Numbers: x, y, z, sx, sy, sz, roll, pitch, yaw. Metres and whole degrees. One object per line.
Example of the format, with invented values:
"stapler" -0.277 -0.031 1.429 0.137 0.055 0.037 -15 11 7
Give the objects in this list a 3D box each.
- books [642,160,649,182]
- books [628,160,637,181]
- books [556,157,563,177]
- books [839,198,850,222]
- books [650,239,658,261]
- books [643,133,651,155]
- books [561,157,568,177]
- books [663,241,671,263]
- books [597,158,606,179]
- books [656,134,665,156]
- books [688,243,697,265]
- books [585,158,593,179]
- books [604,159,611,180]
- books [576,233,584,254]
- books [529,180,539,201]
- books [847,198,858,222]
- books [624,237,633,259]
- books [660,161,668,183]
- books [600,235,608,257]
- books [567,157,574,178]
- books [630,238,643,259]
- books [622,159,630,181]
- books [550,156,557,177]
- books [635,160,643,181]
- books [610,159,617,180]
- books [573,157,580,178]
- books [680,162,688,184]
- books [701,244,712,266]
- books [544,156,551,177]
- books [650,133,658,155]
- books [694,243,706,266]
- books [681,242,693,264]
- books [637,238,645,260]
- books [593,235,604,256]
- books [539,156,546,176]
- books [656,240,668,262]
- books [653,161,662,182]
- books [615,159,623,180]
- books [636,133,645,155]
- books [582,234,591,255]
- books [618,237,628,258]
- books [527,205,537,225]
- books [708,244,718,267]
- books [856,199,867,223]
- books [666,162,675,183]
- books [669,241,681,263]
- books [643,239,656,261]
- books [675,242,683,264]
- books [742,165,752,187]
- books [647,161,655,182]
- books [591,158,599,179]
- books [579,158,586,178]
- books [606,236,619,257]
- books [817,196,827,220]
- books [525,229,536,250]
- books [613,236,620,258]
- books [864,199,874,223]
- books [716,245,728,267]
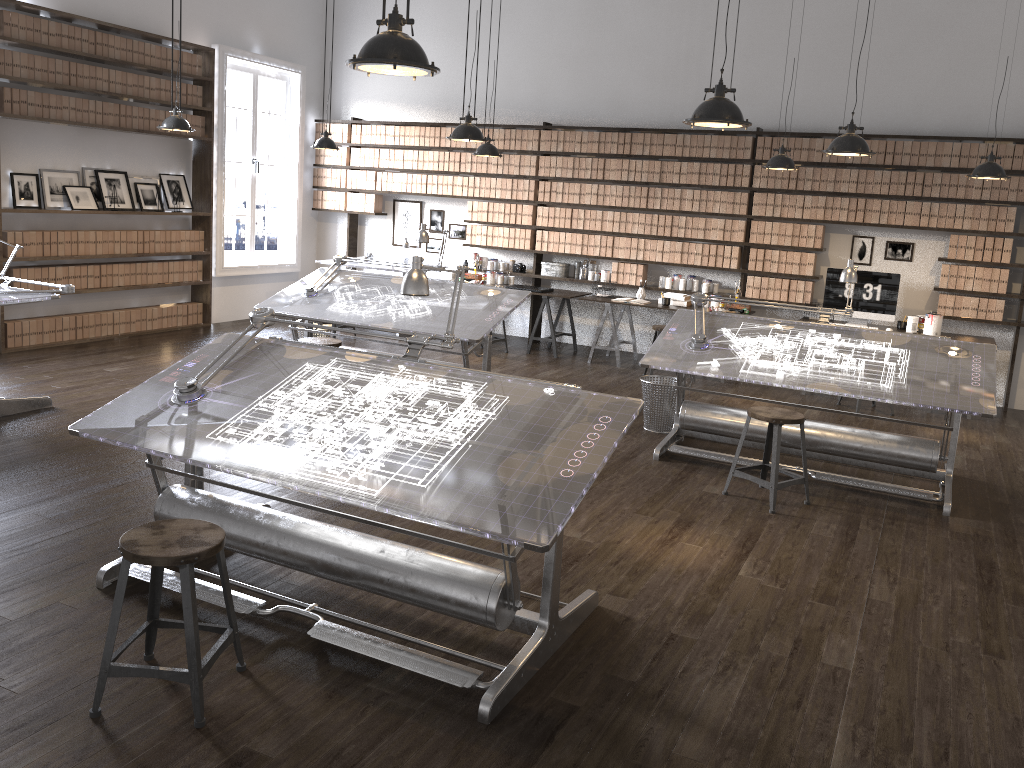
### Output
"books" 1.435 -2.242 9.356 0.067 0.224 0.175 8 11 25
"books" 1.303 -2.264 9.419 0.067 0.224 0.175 8 11 25
"books" 0.556 -2.387 9.772 0.067 0.224 0.175 8 11 25
"books" 3.216 -1.681 8.546 0.067 0.224 0.175 8 11 25
"books" 1.530 -1.420 9.415 0.067 0.224 0.175 8 11 25
"books" 1.446 -2.514 9.317 0.067 0.224 0.175 8 11 25
"books" 0.614 -2.378 9.747 0.067 0.224 0.175 8 11 25
"books" 1.657 -1.399 9.353 0.067 0.224 0.175 8 11 25
"books" 0.990 -2.315 9.564 0.067 0.224 0.175 8 11 25
"books" 1.572 -2.494 9.259 0.067 0.224 0.175 8 11 25
"books" 1.899 -1.360 9.241 0.067 0.224 0.175 8 11 25
"books" 0.860 -2.337 9.627 0.067 0.224 0.175 8 11 25
"books" 1.059 -2.305 9.538 0.067 0.224 0.175 8 11 25
"books" 0.772 -1.545 9.768 0.067 0.224 0.175 8 11 25
"books" 0.258 -2.173 9.950 0.067 0.224 0.175 8 11 25
"books" 3.282 -1.672 8.520 0.067 0.224 0.175 8 11 25
"books" 1.272 -1.462 9.531 0.067 0.224 0.175 8 11 25
"books" 1.615 -2.213 9.275 0.067 0.224 0.175 8 11 25
"books" 1.026 -1.504 9.655 0.067 0.224 0.175 8 11 25
"books" 0.671 -2.368 9.714 0.067 0.224 0.175 8 11 25
"books" 1.337 -1.451 9.500 0.067 0.224 0.175 8 11 25
"books" 1.237 -2.274 9.446 0.067 0.224 0.175 8 11 25
"books" 0.491 -2.398 9.801 0.067 0.224 0.175 8 11 25
"books" 1.369 -2.253 9.385 0.067 0.224 0.175 8 11 25
"books" 1.117 -2.295 9.508 0.067 0.224 0.175 8 11 25
"books" 0.734 -2.359 9.691 0.067 0.224 0.175 8 11 25
"books" 1.804 -2.181 9.182 0.067 0.224 0.175 8 11 25
"books" 2.026 -1.339 9.182 0.067 0.224 0.175 8 11 25
"books" 0.429 -2.409 9.834 0.067 0.224 0.175 8 11 25
"books" 1.511 -2.504 9.290 0.067 0.224 0.175 8 11 25
"books" 1.960 -1.348 9.208 0.067 0.224 0.175 8 11 25
"books" 1.835 -1.370 9.271 0.067 0.224 0.175 8 11 25
"books" 1.404 -1.441 9.472 0.067 0.224 0.175 8 11 25
"books" 0.961 -1.514 9.681 0.067 0.224 0.175 8 11 25
"books" 0.368 -2.420 9.866 0.067 0.224 0.175 8 11 25
"books" 1.591 -1.409 9.382 0.067 0.224 0.175 8 11 25
"books" 1.550 -2.222 9.299 0.067 0.224 0.175 8 11 25
"books" 1.172 -2.285 9.477 0.067 0.224 0.175 8 11 25
"books" 1.380 -2.524 9.344 0.067 0.224 0.175 8 11 25
"books" 0.835 -1.536 9.744 0.067 0.224 0.175 8 11 25
"books" 1.218 -1.472 9.561 0.067 0.224 0.175 8 11 25
"books" 0.240 -1.900 9.986 0.067 0.224 0.175 8 11 25
"books" 2.091 -1.327 9.145 0.067 0.224 0.175 8 11 25
"books" 3.346 -1.660 8.483 0.067 0.224 0.175 8 11 25
"books" 1.677 -2.203 9.244 0.067 0.224 0.175 8 11 25
"books" 1.714 -1.390 9.327 0.067 0.224 0.175 8 11 25
"books" 1.468 -1.431 9.446 0.067 0.224 0.175 8 11 25
"books" 1.772 -1.379 9.295 0.067 0.224 0.175 8 11 25
"books" 2.374 -2.087 8.913 0.067 0.224 0.175 8 11 25
"books" 1.492 -2.233 9.331 0.067 0.224 0.175 8 11 25
"books" 0.926 -2.327 9.601 0.067 0.224 0.175 8 11 25
"books" 0.798 -2.348 9.661 0.067 0.224 0.175 8 11 25
"books" 1.091 -1.492 9.618 0.067 0.224 0.175 8 11 25
"books" 3.027 -1.712 8.633 0.067 0.224 0.175 8 11 25
"books" 0.219 -1.636 10.030 0.067 0.224 0.175 8 11 25
"books" 1.160 -1.482 9.591 0.067 0.224 0.175 8 11 25
"books" 3.415 -1.649 8.457 0.067 0.224 0.175 8 11 25
"books" 2.160 -1.316 9.118 0.067 0.224 0.175 8 11 25
